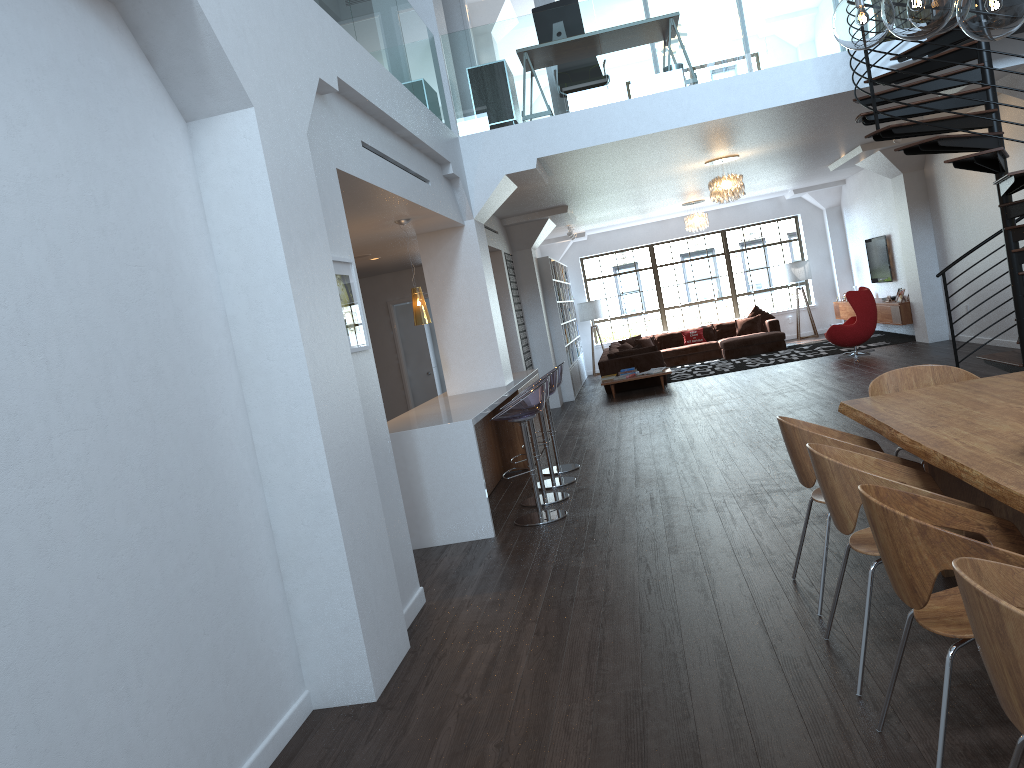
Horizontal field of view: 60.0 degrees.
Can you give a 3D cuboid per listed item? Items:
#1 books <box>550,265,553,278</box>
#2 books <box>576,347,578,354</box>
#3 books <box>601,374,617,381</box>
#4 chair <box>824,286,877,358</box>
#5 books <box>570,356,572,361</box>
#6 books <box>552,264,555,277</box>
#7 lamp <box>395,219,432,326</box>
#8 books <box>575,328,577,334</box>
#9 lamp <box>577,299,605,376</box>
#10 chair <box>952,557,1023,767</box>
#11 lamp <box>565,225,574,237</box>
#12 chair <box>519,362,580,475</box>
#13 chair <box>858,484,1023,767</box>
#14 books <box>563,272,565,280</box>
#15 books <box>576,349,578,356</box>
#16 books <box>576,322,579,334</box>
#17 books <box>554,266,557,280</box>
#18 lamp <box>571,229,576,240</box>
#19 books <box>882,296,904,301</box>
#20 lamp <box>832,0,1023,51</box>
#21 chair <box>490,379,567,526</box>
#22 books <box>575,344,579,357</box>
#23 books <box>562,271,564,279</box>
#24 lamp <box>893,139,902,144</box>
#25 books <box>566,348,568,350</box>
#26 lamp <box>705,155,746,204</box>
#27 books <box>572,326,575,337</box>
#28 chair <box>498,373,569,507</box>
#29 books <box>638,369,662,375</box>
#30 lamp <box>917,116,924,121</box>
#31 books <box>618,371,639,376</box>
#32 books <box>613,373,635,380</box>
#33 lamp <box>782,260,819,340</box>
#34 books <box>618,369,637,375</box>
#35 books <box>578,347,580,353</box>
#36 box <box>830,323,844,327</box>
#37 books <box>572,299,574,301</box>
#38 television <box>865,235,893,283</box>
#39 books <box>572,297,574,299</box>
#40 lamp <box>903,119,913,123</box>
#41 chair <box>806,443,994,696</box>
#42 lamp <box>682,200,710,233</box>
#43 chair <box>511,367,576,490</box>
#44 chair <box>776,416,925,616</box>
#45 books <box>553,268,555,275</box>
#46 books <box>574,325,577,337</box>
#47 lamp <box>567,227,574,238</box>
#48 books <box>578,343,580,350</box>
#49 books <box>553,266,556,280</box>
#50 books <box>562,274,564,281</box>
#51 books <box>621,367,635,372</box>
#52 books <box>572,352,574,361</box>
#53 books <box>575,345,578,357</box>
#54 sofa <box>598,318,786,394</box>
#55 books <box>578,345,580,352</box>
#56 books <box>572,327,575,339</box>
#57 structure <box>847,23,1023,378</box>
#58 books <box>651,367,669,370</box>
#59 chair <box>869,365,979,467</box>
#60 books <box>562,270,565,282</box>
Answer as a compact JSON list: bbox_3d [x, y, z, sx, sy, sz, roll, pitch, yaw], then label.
[{"bbox_3d":[0.583,-1.864,14.913,0.170,0.251,0.118,-10,4,8],"label":"books"},{"bbox_3d":[1.198,-0.637,17.524,0.183,0.253,0.034,-10,4,8],"label":"books"},{"bbox_3d":[1.576,-0.110,14.389,0.241,0.045,0.334,-10,4,10],"label":"books"},{"bbox_3d":[5.200,-0.953,13.612,0.801,1.006,0.798,-8,5,34],"label":"chair"},{"bbox_3d":[0.972,-0.445,15.785,0.161,0.207,0.135,-10,4,8],"label":"books"},{"bbox_3d":[0.631,-1.921,15.353,0.197,0.290,0.136,-10,4,8],"label":"books"},{"bbox_3d":[0.034,-1.646,8.470,2.842,1.807,0.149,-14,5,-42],"label":"lamp"},{"bbox_3d":[1.256,-1.076,18.444,0.161,0.221,0.035,-10,4,8],"label":"books"},{"bbox_3d":[1.808,-0.997,19.089,0.545,1.579,0.545,-11,4,-3],"label":"lamp"},{"bbox_3d":[1.245,0.737,1.724,0.618,0.833,0.629,-10,4,8],"label":"chair"},{"bbox_3d":[1.042,-2.785,16.133,0.111,0.211,0.120,-7,5,42],"label":"lamp"},{"bbox_3d":[0.358,0.327,8.456,0.481,1.014,0.530,-10,4,10],"label":"chair"},{"bbox_3d":[1.345,0.664,2.482,0.618,0.833,0.629,-10,4,8],"label":"chair"},{"bbox_3d":[0.955,-2.136,17.725,0.183,0.253,0.034,-10,4,8],"label":"books"},{"bbox_3d":[1.190,-0.633,17.492,0.183,0.253,0.034,-10,4,8],"label":"books"},{"bbox_3d":[1.322,-1.171,19.003,0.176,0.290,0.053,-10,4,8],"label":"books"},{"bbox_3d":[0.684,-1.935,15.642,0.182,0.255,0.077,-10,4,8],"label":"books"},{"bbox_3d":[1.176,-2.883,17.144,0.120,0.211,0.111,-12,4,-17],"label":"lamp"},{"bbox_3d":[6.528,-1.469,15.210,0.250,0.053,0.400,-10,4,8],"label":"books"},{"bbox_3d":[1.516,-2.263,2.872,0.849,2.140,1.787,-10,4,7],"label":"lamp"},{"bbox_3d":[0.122,0.507,6.580,0.481,1.014,0.530,-10,4,10],"label":"chair"},{"bbox_3d":[1.221,-0.653,17.683,0.183,0.253,0.034,-10,4,8],"label":"books"},{"bbox_3d":[0.929,-2.119,17.558,0.183,0.253,0.034,-10,4,8],"label":"books"},{"bbox_3d":[4.924,-3.178,11.357,0.111,0.211,0.120,-7,5,42],"label":"lamp"},{"bbox_3d":[0.815,-0.563,14.871,0.223,0.027,0.161,-9,4,18],"label":"books"},{"bbox_3d":[2.706,-2.575,11.242,0.442,0.539,0.441,-14,5,-39],"label":"lamp"},{"bbox_3d":[1.141,-1.013,17.612,0.174,0.242,0.105,-10,4,8],"label":"books"},{"bbox_3d":[0.177,0.451,7.208,0.481,1.014,0.530,-10,4,6],"label":"chair"},{"bbox_3d":[2.163,-0.186,13.947,0.231,0.040,0.342,-14,5,-41],"label":"books"},{"bbox_3d":[4.789,-3.080,10.346,0.120,0.211,0.111,-12,4,-17],"label":"lamp"},{"bbox_3d":[1.894,-0.167,14.402,0.312,0.037,0.216,-11,4,-2],"label":"books"},{"bbox_3d":[1.773,-0.115,14.015,0.236,0.035,0.340,-8,5,33],"label":"books"},{"bbox_3d":[5.995,-1.738,18.359,0.545,1.579,0.545,-9,4,19],"label":"lamp"},{"bbox_3d":[1.883,-0.202,14.404,0.279,0.035,0.191,-9,4,18],"label":"books"},{"bbox_3d":[1.284,-0.704,18.214,0.183,0.253,0.037,-10,4,8],"label":"books"},{"bbox_3d":[6.790,-1.175,18.469,0.228,0.165,0.368,-10,4,8],"label":"box"},{"bbox_3d":[1.149,-1.760,18.787,0.284,0.035,0.197,-8,5,38],"label":"books"},{"bbox_3d":[6.573,-2.223,15.916,0.013,0.816,1.324,-10,4,8],"label":"television"},{"bbox_3d":[1.143,-1.794,18.784,0.284,0.033,0.197,-9,4,23],"label":"books"},{"bbox_3d":[4.857,-3.130,10.857,0.120,0.211,0.111,-13,5,-32],"label":"lamp"},{"bbox_3d":[1.445,0.591,3.235,0.618,0.833,0.629,-10,4,8],"label":"chair"},{"bbox_3d":[3.365,-3.058,16.237,0.442,0.539,0.441,-14,5,-39],"label":"lamp"},{"bbox_3d":[0.276,0.387,7.834,0.481,1.014,0.530,-10,4,6],"label":"chair"},{"bbox_3d":[1.564,0.513,4.003,0.618,0.833,0.629,-10,4,6],"label":"chair"},{"bbox_3d":[0.658,-1.910,15.423,0.159,0.248,0.089,-10,4,8],"label":"books"},{"bbox_3d":[1.227,-1.085,18.308,0.183,0.253,0.042,-10,4,8],"label":"books"},{"bbox_3d":[1.108,-2.833,16.633,0.120,0.211,0.111,-13,5,-32],"label":"lamp"},{"bbox_3d":[1.324,-0.757,18.599,0.176,0.290,0.053,-10,4,8],"label":"books"},{"bbox_3d":[0.665,-1.916,15.455,0.182,0.253,0.098,-10,4,8],"label":"books"},{"bbox_3d":[0.921,-2.108,17.476,0.171,0.246,0.057,-10,4,8],"label":"books"},{"bbox_3d":[1.882,-0.233,14.399,0.224,0.027,0.157,-10,4,13],"label":"books"},{"bbox_3d":[1.063,-0.508,16.448,0.146,0.202,0.027,-10,4,8],"label":"books"},{"bbox_3d":[1.180,-0.647,17.448,0.176,0.290,0.053,-10,4,8],"label":"books"},{"bbox_3d":[3.406,-0.643,16.444,3.481,0.664,4.197,-10,4,8],"label":"sofa"},{"bbox_3d":[1.296,-0.711,18.333,0.189,0.247,0.057,-10,4,8],"label":"books"},{"bbox_3d":[1.114,-0.994,17.359,0.182,0.253,0.098,-10,4,8],"label":"books"},{"bbox_3d":[3.868,-1.939,7.076,1.998,4.352,1.998,-13,5,-31],"label":"structure"},{"bbox_3d":[2.359,-0.245,14.264,0.256,0.035,0.350,-8,5,34],"label":"books"},{"bbox_3d":[2.250,0.336,4.656,0.629,0.833,0.618,-10,4,3],"label":"chair"},{"bbox_3d":[0.937,-2.123,17.590,0.183,0.253,0.034,-10,4,8],"label":"books"}]
